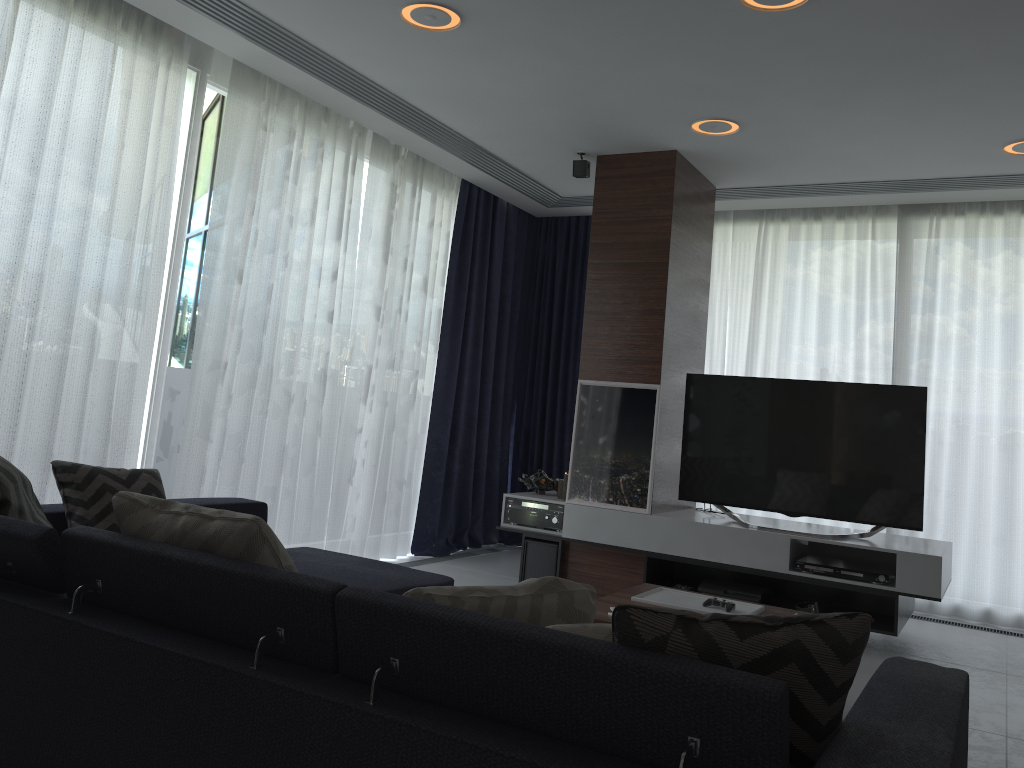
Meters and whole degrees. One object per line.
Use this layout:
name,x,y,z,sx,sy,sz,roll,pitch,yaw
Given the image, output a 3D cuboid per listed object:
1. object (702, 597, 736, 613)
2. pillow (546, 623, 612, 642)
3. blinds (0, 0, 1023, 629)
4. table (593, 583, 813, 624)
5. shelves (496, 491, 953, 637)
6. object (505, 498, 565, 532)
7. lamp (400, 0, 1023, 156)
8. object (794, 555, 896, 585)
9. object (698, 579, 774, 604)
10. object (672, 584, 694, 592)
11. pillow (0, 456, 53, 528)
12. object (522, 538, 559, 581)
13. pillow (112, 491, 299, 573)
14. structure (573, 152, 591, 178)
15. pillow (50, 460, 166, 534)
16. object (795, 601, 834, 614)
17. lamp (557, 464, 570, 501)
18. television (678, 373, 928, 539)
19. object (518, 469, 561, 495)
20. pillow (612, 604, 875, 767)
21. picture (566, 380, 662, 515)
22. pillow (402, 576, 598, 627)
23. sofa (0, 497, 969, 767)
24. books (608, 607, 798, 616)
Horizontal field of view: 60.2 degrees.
object,0.743,0.784,3.152,0.112,0.037,0.070,3,-4,42
pillow,0.202,0.574,1.669,0.415,0.297,0.328,6,-5,-8
blinds,0.757,-0.262,2.804,5.806,2.799,7.070,3,-4,33
table,0.678,0.961,3.007,0.801,0.356,0.798,4,-4,29
shelves,1.133,1.002,4.961,2.353,0.504,0.864,4,-4,29
object,0.209,0.774,5.279,0.370,0.152,0.365,4,-3,29
lamp,3.546,-1.195,1.604,9.598,0.085,5.296,5,-2,16
object,1.657,0.922,4.382,0.431,0.053,0.332,4,-3,29
object,1.171,1.082,4.609,0.314,0.068,0.311,4,-3,29
object,0.906,1.076,4.659,0.112,0.037,0.070,3,-4,42
pillow,-1.490,0.431,2.526,0.353,0.523,0.596,9,-5,-30
object,0.216,1.033,5.111,0.213,0.254,0.252,2,-6,29
pillow,-0.679,0.470,2.072,0.495,0.392,0.339,3,-6,29
structure,0.418,-1.304,5.300,0.084,0.144,0.113,3,-6,19
pillow,-1.360,0.454,3.078,0.286,0.348,0.411,2,-6,34
object,1.487,1.099,4.372,0.116,0.080,0.183,8,-4,-31
lamp,0.325,0.577,5.217,0.077,0.213,0.152,7,-6,-12
television,1.494,0.371,4.640,1.232,0.794,0.294,3,-7,29
object,0.190,0.605,5.457,0.310,0.151,0.136,6,-5,-13
pillow,0.352,0.544,1.478,0.415,0.390,0.219,5,-6,0
picture,0.564,0.339,4.928,0.501,0.708,0.052,2,-8,29
pillow,-0.058,0.547,1.786,0.417,0.355,0.279,7,-5,-17
sofa,-0.291,0.725,2.566,2.877,0.614,1.881,4,-3,29
books,4.362,1.184,2.234,8.242,0.376,0.401,5,-5,9
